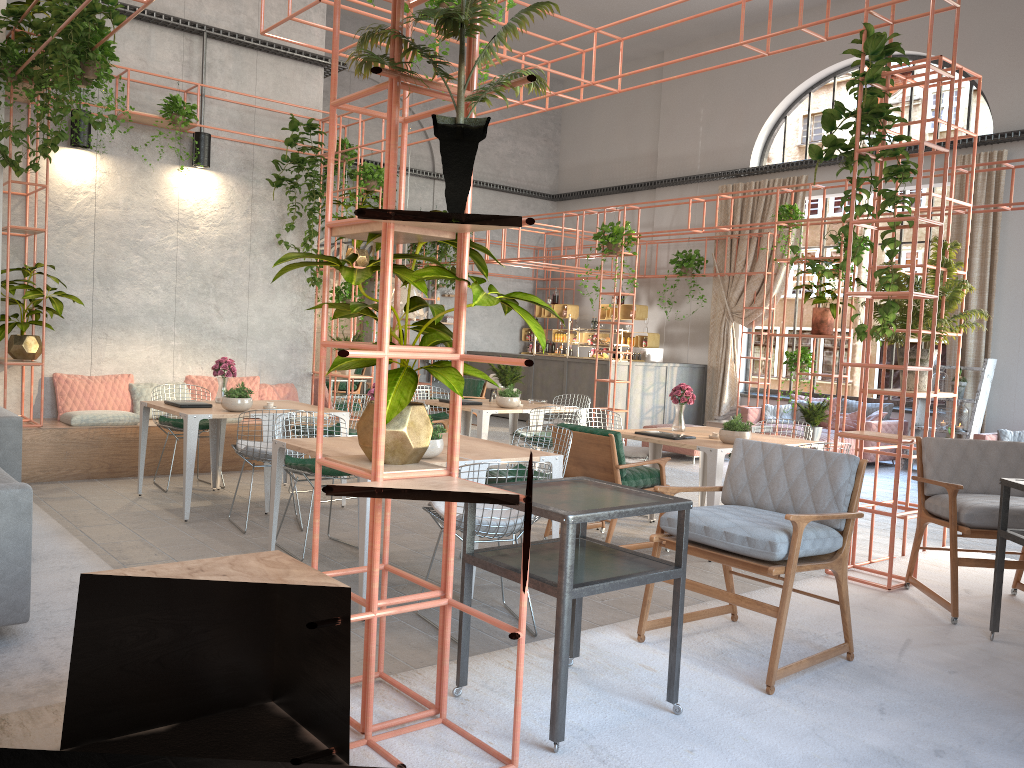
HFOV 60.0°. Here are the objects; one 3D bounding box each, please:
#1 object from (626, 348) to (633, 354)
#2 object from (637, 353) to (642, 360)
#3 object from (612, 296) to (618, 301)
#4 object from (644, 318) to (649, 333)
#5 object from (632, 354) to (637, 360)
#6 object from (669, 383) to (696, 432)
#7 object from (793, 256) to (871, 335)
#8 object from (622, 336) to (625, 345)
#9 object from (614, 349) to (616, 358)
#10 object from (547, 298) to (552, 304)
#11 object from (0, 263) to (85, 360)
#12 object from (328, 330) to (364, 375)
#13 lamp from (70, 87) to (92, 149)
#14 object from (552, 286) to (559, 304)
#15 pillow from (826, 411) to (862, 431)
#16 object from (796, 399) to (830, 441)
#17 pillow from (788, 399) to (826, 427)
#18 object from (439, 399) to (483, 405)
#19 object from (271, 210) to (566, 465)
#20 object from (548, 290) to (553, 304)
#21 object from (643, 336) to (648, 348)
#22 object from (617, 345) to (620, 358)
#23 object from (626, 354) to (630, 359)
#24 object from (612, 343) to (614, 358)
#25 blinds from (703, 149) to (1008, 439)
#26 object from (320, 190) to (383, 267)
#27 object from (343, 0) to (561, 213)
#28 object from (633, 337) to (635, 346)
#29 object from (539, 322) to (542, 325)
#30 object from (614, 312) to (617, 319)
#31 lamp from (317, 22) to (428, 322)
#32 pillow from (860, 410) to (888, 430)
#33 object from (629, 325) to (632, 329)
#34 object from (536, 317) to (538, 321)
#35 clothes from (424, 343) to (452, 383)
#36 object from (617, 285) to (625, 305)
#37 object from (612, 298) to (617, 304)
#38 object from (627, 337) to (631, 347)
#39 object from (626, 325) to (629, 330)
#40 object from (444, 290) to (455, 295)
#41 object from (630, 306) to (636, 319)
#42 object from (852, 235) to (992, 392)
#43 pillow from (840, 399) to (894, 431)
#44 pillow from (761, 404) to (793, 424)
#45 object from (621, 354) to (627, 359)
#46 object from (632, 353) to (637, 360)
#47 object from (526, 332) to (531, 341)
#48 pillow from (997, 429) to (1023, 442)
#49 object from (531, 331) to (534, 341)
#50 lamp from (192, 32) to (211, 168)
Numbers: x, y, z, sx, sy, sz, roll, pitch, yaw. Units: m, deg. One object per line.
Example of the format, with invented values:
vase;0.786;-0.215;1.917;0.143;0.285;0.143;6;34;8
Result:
object;2.258;-0.631;17.022;0.115;0.107;0.115;4;3;17
object;2.445;-0.528;17.007;0.073;0.131;0.073;6;4;44
object;2.039;-1.708;17.472;0.134;0.301;0.134;5;4;40
object;2.540;-1.108;16.795;0.075;0.273;0.075;5;4;40
object;2.337;-0.522;17.016;0.115;0.107;0.115;1;4;-33
object;1.448;0.198;7.578;0.225;0.414;0.213;6;4;43
object;3.748;-1.040;10.357;0.923;0.946;0.924;4;3;17
object;2.135;-0.819;17.043;0.069;0.191;0.069;1;3;-27
object;2.028;-0.643;17.342;0.065;0.280;0.065;3;3;4
object;0.790;-1.749;18.726;0.088;0.123;0.088;4;3;17
object;-4.503;-0.683;8.216;0.934;0.919;0.903;4;3;22
object;-1.925;-0.370;10.410;0.438;0.527;0.368;1;4;-39
lamp;-4.271;-3.080;8.821;0.179;1.425;0.185;1;4;-39
object;0.927;-1.877;18.785;0.134;0.386;0.134;3;3;-5
pillow;4.963;0.542;13.197;0.479;0.317;0.441;5;4;32
object;3.562;0.416;10.458;0.438;0.527;0.368;1;4;-39
pillow;4.562;0.449;13.897;0.289;0.385;0.666;1;4;-39
object;-0.537;0.187;9.247;0.268;0.031;0.427;1;4;-39
object;-0.326;-0.175;3.151;0.934;0.923;0.903;4;3;17
object;0.832;-1.849;18.958;0.134;0.301;0.134;5;4;40
object;2.522;-0.786;16.634;0.131;0.207;0.131;3;3;6
object;2.090;-0.646;17.395;0.074;0.287;0.072;3;3;-7
object;2.241;-0.523;16.937;0.115;0.107;0.115;4;3;17
object;1.962;-0.649;17.280;0.066;0.291;0.066;5;4;35
blinds;5.149;-1.253;14.257;0.414;4.389;4.957;1;4;-38
object;-1.718;-1.827;10.334;0.934;0.947;0.903;4;3;12
object;-0.157;-1.079;2.676;0.894;1.101;0.900;4;3;15
object;2.295;-0.800;16.846;0.069;0.191;0.069;2;3;-22
object;0.587;-1.273;19.211;0.115;0.147;0.115;3;3;6
object;2.035;-1.335;17.249;0.123;0.142;0.141;1;4;-39
lamp;-2.527;-3.015;13.471;0.704;4.052;4.456;1;4;-39
pillow;5.206;0.556;12.812;0.308;0.349;0.495;4;3;11
object;2.275;-1.072;16.923;0.083;0.159;0.083;3;3;6
object;0.534;-1.352;19.296;0.066;0.291;0.066;3;3;1
clothes;-1.478;-0.496;18.020;0.366;0.997;0.625;5;3;31
object;2.133;-1.736;17.299;0.134;0.386;0.134;5;4;40
object;1.997;-1.609;17.240;0.088;0.123;0.088;4;3;17
object;2.238;-0.807;16.916;0.069;0.191;0.069;3;3;-4
object;2.218;-1.079;16.994;0.083;0.159;0.083;3;3;6
object;-1.269;-1.868;18.084;0.263;0.101;0.013;1;4;-39
object;2.325;-1.365;16.992;0.137;0.261;0.137;3;3;-3
object;2.965;-0.499;6.443;0.894;1.100;0.900;2;3;-10
pillow;5.249;0.488;13.270;0.273;0.476;0.836;1;4;-39
pillow;4.177;0.480;13.893;0.500;0.324;0.307;3;3;-4
object;2.159;-0.533;17.038;0.115;0.107;0.115;0;4;-42
object;2.337;-0.529;16.912;0.073;0.131;0.073;6;4;44
object;0.375;-1.034;19.255;0.131;0.207;0.131;3;3;6
pillow;6.399;0.738;11.156;0.500;0.324;0.307;3;3;-4
object;0.466;-1.048;19.125;0.072;0.248;0.094;1;4;-39
lamp;-3.334;-3.071;9.583;0.179;1.425;0.185;1;4;-39
